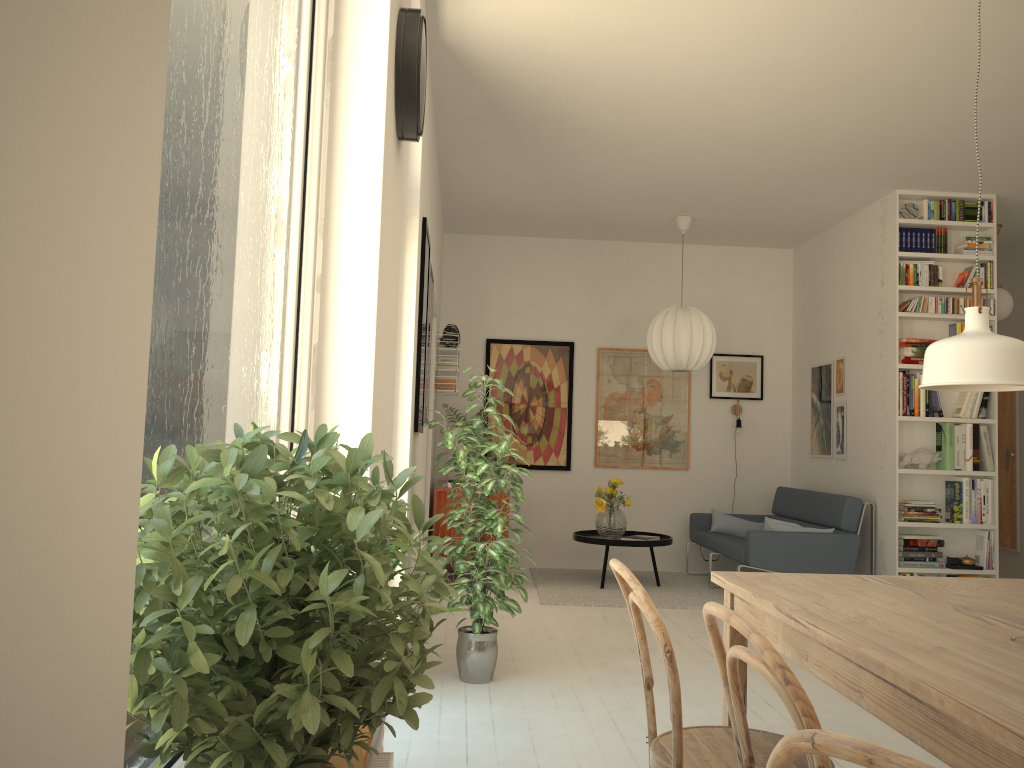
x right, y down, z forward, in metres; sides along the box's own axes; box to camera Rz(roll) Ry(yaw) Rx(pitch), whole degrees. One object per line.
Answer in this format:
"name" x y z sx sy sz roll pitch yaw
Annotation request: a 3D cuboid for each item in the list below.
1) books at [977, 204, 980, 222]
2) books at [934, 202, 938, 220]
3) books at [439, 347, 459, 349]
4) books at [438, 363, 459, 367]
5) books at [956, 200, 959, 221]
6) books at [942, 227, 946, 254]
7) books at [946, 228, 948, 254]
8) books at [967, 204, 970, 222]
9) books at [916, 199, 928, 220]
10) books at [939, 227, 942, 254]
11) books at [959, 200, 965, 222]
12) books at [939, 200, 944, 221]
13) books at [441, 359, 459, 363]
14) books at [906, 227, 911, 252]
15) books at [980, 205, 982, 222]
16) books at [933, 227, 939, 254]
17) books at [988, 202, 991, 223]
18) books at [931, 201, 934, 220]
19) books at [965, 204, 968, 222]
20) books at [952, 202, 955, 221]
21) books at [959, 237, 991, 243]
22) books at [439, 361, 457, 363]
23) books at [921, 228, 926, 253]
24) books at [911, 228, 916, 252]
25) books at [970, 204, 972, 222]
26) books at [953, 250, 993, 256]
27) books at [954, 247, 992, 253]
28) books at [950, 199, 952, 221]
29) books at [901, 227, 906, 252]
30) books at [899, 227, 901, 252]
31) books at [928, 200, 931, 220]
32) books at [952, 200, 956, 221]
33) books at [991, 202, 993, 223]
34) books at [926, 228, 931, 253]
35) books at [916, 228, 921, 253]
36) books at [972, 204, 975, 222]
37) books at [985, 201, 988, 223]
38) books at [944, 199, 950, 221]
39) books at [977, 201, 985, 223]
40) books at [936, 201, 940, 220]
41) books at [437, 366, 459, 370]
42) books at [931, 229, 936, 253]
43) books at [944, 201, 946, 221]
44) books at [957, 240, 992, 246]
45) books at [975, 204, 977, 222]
"books" 3.237 -1.180 6.233 0.017 0.130 0.150 2 -4 -3
"books" 2.930 -1.188 6.266 0.025 0.131 0.253 2 -4 -3
"books" -0.504 -0.272 7.053 0.159 0.028 0.146 2 -4 -6
"books" -0.525 -0.159 7.344 0.173 0.023 0.190 2 -4 -4
"books" 3.090 -1.194 6.269 0.032 0.154 0.212 2 -4 -3
"books" 2.984 -0.984 6.237 0.020 0.191 0.205 2 -4 -3
"books" 3.004 -0.983 6.250 0.020 0.191 0.205 2 -4 -3
"books" 3.167 -1.182 6.229 0.017 0.130 0.150 2 -4 -3
"books" 2.871 -1.202 6.229 0.026 0.149 0.155 2 -4 -3
"books" 2.964 -0.985 6.244 0.020 0.191 0.205 2 -4 -3
"books" 3.123 -1.193 6.255 0.032 0.152 0.200 2 -4 -3
"books" 2.976 -1.196 6.236 0.028 0.147 0.192 2 -4 -3
"books" -0.516 -0.190 7.352 0.147 0.016 0.195 2 -4 -6
"books" 2.739 -0.988 6.224 0.034 0.179 0.188 2 -4 -3
"books" 3.255 -1.179 6.234 0.017 0.130 0.150 2 -4 -3
"books" 2.943 -0.985 6.246 0.020 0.191 0.205 2 -4 -3
"books" 3.315 -1.184 6.272 0.021 0.151 0.228 2 -4 -3
"books" 2.909 -1.195 6.222 0.023 0.137 0.161 2 -4 -3
"books" 3.150 -1.183 6.228 0.017 0.130 0.150 2 -4 -3
"books" 3.057 -1.188 6.249 0.019 0.137 0.201 2 -4 -3
"books" 3.238 -0.999 6.246 0.169 0.032 0.188 2 -4 2
"books" -0.522 -0.176 7.352 0.153 0.013 0.197 2 -4 -1
"books" 2.844 -0.984 6.230 0.034 0.179 0.188 2 -4 -3
"books" 2.774 -0.987 6.226 0.034 0.179 0.188 2 -4 -3
"books" 3.185 -1.182 6.230 0.017 0.130 0.150 2 -4 -3
"books" 3.220 -0.898 6.246 0.214 0.038 0.222 2 -4 -3
"books" 3.223 -0.927 6.246 0.200 0.018 0.208 2 -4 -3
"books" 3.042 -1.198 6.259 0.012 0.158 0.220 2 -4 -3
"books" 2.704 -0.989 6.222 0.034 0.179 0.188 2 -4 -3
"books" 2.669 -0.990 6.220 0.034 0.179 0.188 2 -4 -3
"books" 2.889 -1.199 6.246 0.013 0.146 0.208 2 -4 -3
"books" 3.071 -1.195 6.257 0.009 0.151 0.208 2 -4 -3
"books" 3.331 -1.184 6.294 0.014 0.154 0.259 2 -4 -3
"books" 2.879 -0.983 6.232 0.034 0.179 0.188 2 -4 -3
"books" 2.809 -0.985 6.228 0.034 0.179 0.188 2 -4 -3
"books" 3.202 -1.181 6.231 0.017 0.130 0.150 2 -4 -3
"books" 3.294 -1.187 6.274 0.020 0.156 0.229 2 -4 -3
"books" 3.024 -1.198 6.263 0.024 0.156 0.227 2 -4 -3
"books" 3.275 -1.189 6.235 0.019 0.157 0.150 2 -4 -3
"books" 2.952 -1.193 6.253 0.018 0.141 0.206 2 -4 -3
"books" -0.529 -0.127 7.340 0.168 0.021 0.197 2 -4 -1
"books" 2.914 -0.981 6.233 0.034 0.179 0.188 2 -4 -3
"books" 3.001 -1.195 6.254 0.024 0.148 0.188 2 -4 -3
"books" 3.230 -0.976 6.227 0.179 0.016 0.208 2 -4 2
"books" 3.220 -1.180 6.232 0.017 0.130 0.150 2 -4 -3
